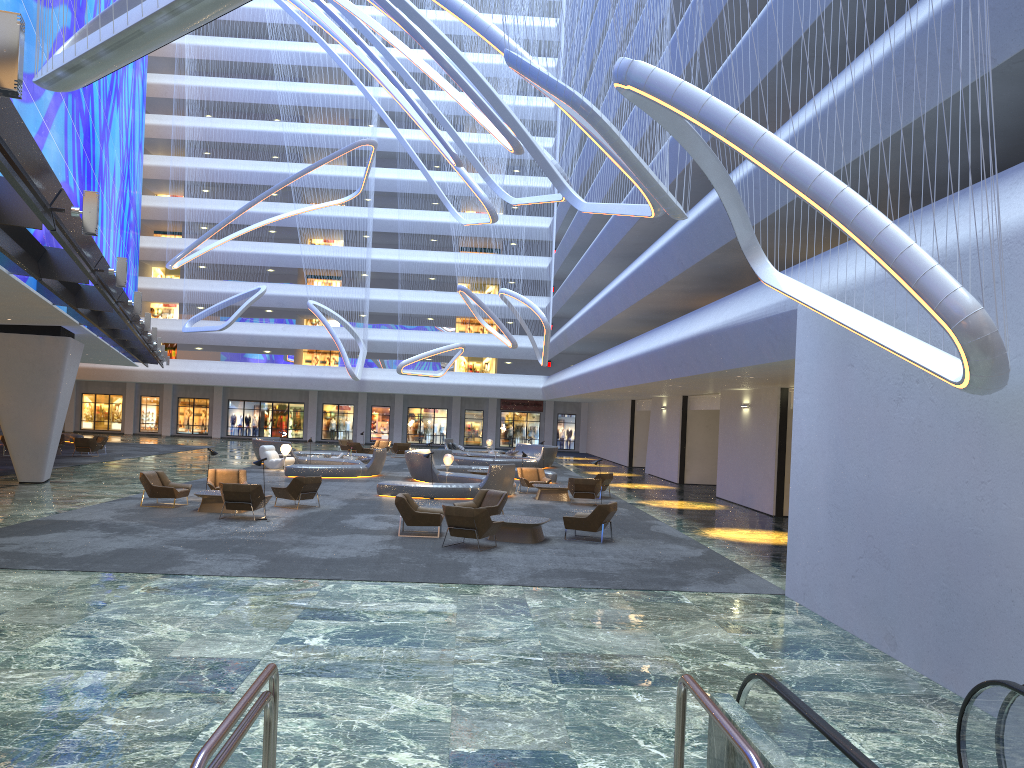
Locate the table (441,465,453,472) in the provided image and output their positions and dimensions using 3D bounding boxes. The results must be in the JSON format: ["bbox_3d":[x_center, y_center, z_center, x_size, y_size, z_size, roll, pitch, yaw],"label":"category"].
[{"bbox_3d":[-2.197,3.033,29.835,0.418,0.595,0.428,3,-1,-4],"label":"table"}]

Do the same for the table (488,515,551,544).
[{"bbox_3d":[0.101,2.805,17.140,1.202,0.392,1.204,2,-2,15],"label":"table"}]

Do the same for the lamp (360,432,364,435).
[{"bbox_3d":[-7.207,2.928,42.675,0.202,1.300,0.384,3,0,-40],"label":"lamp"}]

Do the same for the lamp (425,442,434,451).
[{"bbox_3d":[-3.021,2.754,32.488,0.384,1.300,0.202,2,0,14],"label":"lamp"}]

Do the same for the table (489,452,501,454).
[{"bbox_3d":[-0.933,3.780,46.556,0.671,0.406,0.673,3,-1,-6],"label":"table"}]

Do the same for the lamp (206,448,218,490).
[{"bbox_3d":[-7.240,2.184,21.288,0.202,1.300,0.384,2,0,14],"label":"lamp"}]

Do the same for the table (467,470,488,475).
[{"bbox_3d":[-0.978,3.237,30.938,1.203,0.392,1.203,3,-2,-2],"label":"table"}]

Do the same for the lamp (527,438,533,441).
[{"bbox_3d":[0.876,3.320,43.970,0.384,1.300,0.202,2,0,-3],"label":"lamp"}]

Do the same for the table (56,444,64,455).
[{"bbox_3d":[-18.815,2.642,35.858,1.204,0.392,1.202,4,-2,-38],"label":"table"}]

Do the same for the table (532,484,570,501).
[{"bbox_3d":[1.183,3.149,25.711,1.203,0.392,1.203,3,-2,-3],"label":"table"}]

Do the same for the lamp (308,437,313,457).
[{"bbox_3d":[-7.214,2.545,31.655,0.202,1.300,0.384,2,0,-27],"label":"lamp"}]

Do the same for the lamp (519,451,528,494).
[{"bbox_3d":[0.334,2.718,27.289,0.202,1.300,0.384,2,0,14],"label":"lamp"}]

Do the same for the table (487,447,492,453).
[{"bbox_3d":[-1.257,3.701,47.917,0.427,0.595,0.418,2,-1,41],"label":"table"}]

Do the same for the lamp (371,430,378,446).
[{"bbox_3d":[-7.202,3.049,46.179,0.384,1.300,0.202,3,0,-41],"label":"lamp"}]

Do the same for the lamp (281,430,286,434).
[{"bbox_3d":[-10.084,2.675,38.945,0.384,1.300,0.202,2,0,41],"label":"lamp"}]

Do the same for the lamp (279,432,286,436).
[{"bbox_3d":[-9.528,2.617,36.596,0.384,1.300,0.202,2,0,-10],"label":"lamp"}]

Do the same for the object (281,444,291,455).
[{"bbox_3d":[-8.172,2.362,32.043,0.367,0.387,0.318,3,-1,-21],"label":"object"}]

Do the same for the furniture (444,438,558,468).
[{"bbox_3d":[-0.690,3.389,44.022,5.186,0.969,9.930,3,-2,-6],"label":"furniture"}]

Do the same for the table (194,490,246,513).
[{"bbox_3d":[-6.391,2.615,19.710,1.203,0.392,1.203,3,-2,-2],"label":"table"}]

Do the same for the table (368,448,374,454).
[{"bbox_3d":[-7.419,3.428,44.388,1.202,0.392,1.204,1,-2,33],"label":"table"}]

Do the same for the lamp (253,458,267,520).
[{"bbox_3d":[-5.228,2.171,18.421,0.384,1.300,0.202,2,0,14],"label":"lamp"}]

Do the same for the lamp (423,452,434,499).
[{"bbox_3d":[-2.279,2.501,24.271,0.384,1.300,0.202,2,0,14],"label":"lamp"}]

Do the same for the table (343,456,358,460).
[{"bbox_3d":[-6.629,3.198,36.835,0.674,0.406,0.670,4,-2,-41],"label":"table"}]

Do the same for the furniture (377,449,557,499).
[{"bbox_3d":[-1.755,2.821,28.916,5.183,0.969,9.935,2,-2,14],"label":"furniture"}]

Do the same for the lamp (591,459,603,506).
[{"bbox_3d":[2.346,2.704,24.422,0.384,1.300,0.202,2,0,14],"label":"lamp"}]

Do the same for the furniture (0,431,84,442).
[{"bbox_3d":[-25.371,2.272,42.345,5.183,0.969,9.935,2,-2,14],"label":"furniture"}]

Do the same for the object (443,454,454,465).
[{"bbox_3d":[-2.136,2.546,29.867,0.367,0.387,0.318,2,-1,4],"label":"object"}]

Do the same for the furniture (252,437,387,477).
[{"bbox_3d":[-7.618,2.755,34.315,5.187,0.969,9.929,3,-2,-11],"label":"furniture"}]

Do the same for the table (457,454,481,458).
[{"bbox_3d":[-2.045,3.580,42.118,1.203,0.392,1.203,3,-2,-2],"label":"table"}]

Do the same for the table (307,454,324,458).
[{"bbox_3d":[-8.103,3.123,36.485,0.673,0.406,0.671,2,-2,17],"label":"table"}]

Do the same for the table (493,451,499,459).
[{"bbox_3d":[-0.819,3.555,43.165,0.418,0.595,0.428,3,-1,-6],"label":"table"}]

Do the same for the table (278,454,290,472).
[{"bbox_3d":[-8.216,2.850,31.997,0.418,0.595,0.427,3,-1,-29],"label":"table"}]

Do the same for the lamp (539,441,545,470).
[{"bbox_3d":[1.359,3.201,39.940,0.202,1.300,0.384,3,0,-43],"label":"lamp"}]
